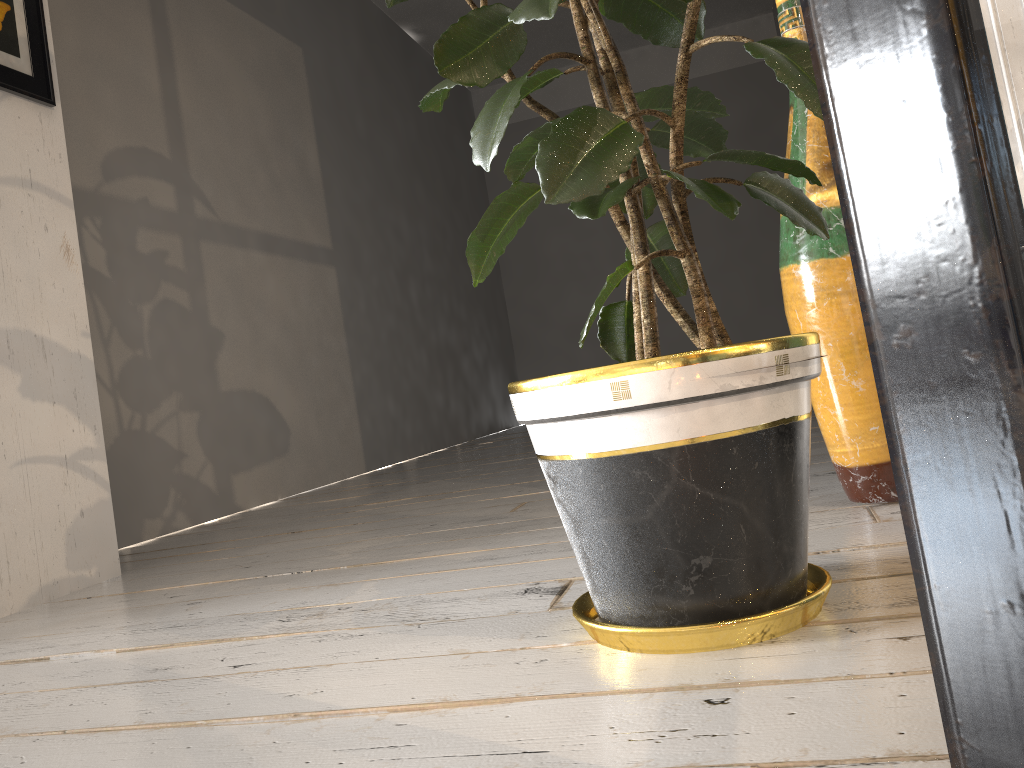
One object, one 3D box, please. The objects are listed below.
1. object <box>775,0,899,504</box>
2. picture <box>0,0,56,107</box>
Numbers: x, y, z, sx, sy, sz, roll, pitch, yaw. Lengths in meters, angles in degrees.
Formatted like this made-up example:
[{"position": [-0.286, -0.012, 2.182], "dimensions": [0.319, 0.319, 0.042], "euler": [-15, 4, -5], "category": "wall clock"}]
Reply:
[{"position": [0.552, -0.358, 1.559], "dimensions": [0.215, 1.129, 0.215], "euler": [-10, -4, 10], "category": "object"}, {"position": [-0.342, -1.216, 1.827], "dimensions": [1.939, 0.756, 0.358], "euler": [-10, -4, 15], "category": "picture"}]
